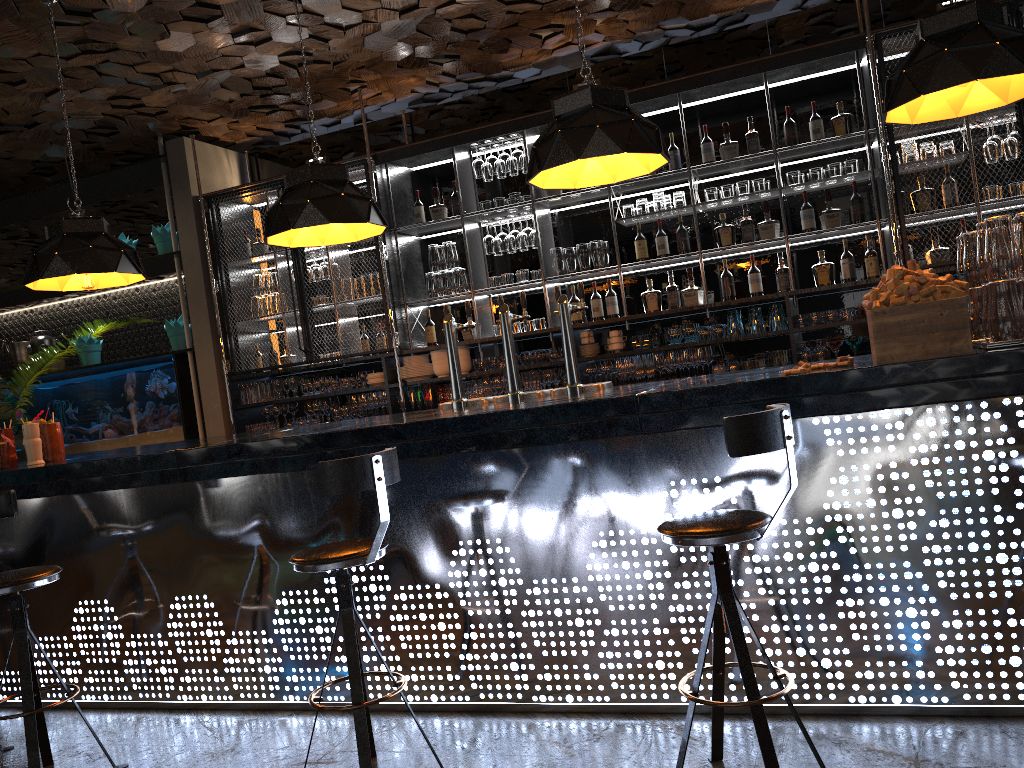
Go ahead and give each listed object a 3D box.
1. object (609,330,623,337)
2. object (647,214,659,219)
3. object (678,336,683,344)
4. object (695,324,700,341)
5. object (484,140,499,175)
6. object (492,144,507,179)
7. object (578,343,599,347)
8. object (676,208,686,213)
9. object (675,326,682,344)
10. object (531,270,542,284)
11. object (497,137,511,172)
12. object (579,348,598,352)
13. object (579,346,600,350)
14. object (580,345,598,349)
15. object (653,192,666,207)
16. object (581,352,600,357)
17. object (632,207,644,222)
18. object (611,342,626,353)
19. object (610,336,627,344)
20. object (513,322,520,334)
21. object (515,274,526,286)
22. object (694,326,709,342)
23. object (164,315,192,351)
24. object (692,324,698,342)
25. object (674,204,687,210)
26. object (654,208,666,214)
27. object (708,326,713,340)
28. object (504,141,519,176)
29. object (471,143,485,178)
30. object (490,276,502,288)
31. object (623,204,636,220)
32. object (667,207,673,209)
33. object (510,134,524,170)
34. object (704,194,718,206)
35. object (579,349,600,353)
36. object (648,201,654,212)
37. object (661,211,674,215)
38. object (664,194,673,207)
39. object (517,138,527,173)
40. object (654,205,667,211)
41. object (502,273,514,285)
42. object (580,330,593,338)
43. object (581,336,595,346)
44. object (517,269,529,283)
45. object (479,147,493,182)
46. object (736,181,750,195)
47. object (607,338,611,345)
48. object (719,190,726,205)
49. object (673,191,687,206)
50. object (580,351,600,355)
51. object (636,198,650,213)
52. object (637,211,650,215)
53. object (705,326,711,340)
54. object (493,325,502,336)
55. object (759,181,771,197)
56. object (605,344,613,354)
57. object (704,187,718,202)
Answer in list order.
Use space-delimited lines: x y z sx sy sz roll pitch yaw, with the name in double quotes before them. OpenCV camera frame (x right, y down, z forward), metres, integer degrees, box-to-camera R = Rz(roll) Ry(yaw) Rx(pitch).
"object" 0.732 -0.344 6.253 0.094 0.068 0.106 -7 1 21
"object" 1.001 -1.240 6.350 0.089 0.092 0.089 -8 1 -44
"object" 1.178 -0.343 6.307 0.100 0.125 0.100 -7 1 34
"object" 1.283 -0.358 6.267 0.108 0.126 0.108 -8 1 -8
"object" -0.151 -1.674 6.558 0.092 0.244 0.092 -8 1 -19
"object" -0.094 -1.684 6.713 0.092 0.244 0.092 -8 1 -19
"object" 0.549 -0.271 6.349 0.149 0.026 0.148 -7 1 27
"object" 1.187 -1.264 6.269 0.089 0.092 0.089 -8 1 10
"object" 1.140 -0.336 6.195 0.100 0.125 0.100 -8 1 -22
"object" 0.189 -0.805 6.670 0.089 0.092 0.089 -8 1 5
"object" -0.059 -1.687 6.523 0.092 0.244 0.092 -8 1 -19
"object" 0.555 -0.240 6.349 0.149 0.024 0.149 -8 1 20
"object" 0.555 -0.250 6.348 0.149 0.026 0.148 -7 1 27
"object" 0.552 -0.260 6.349 0.149 0.025 0.149 -8 1 -17
"object" 1.030 -1.291 6.208 0.089 0.092 0.089 -8 1 16
"object" 0.560 -0.207 6.350 0.149 0.022 0.149 -8 1 -11
"object" 0.903 -1.227 6.400 0.089 0.092 0.089 -8 1 -8
"object" 0.752 -0.256 6.259 0.106 0.067 0.094 -8 1 9
"object" 0.745 -0.300 6.263 0.106 0.069 0.094 -8 1 -28
"object" 0.015 -0.411 6.594 0.089 0.092 0.089 -8 1 -16
"object" 0.075 -0.790 6.705 0.089 0.092 0.089 -8 1 -38
"object" 1.283 -0.339 5.986 0.098 0.097 0.098 -8 1 0
"object" -2.862 -0.430 7.653 0.265 0.325 0.245 -8 1 14
"object" 1.242 -0.350 6.151 0.108 0.126 0.108 -8 1 15
"object" 1.160 -1.259 6.130 0.089 0.092 0.089 -8 1 -44
"object" 1.036 -1.243 6.208 0.089 0.092 0.089 -8 1 10
"object" 1.379 -0.356 6.251 0.098 0.097 0.098 -8 1 12
"object" -0.002 -1.696 6.678 0.092 0.244 0.092 -8 1 -19
"object" -0.253 -1.661 6.597 0.092 0.244 0.092 -8 1 -19
"object" -0.120 -0.764 6.706 0.089 0.092 0.089 -8 1 -1
"object" 0.825 -1.215 6.255 0.089 0.092 0.089 -8 1 -44
"object" 1.104 -1.276 6.335 0.089 0.092 0.089 -8 1 -44
"object" 0.037 -1.699 6.487 0.092 0.244 0.092 -8 1 -19
"object" 1.398 -1.293 6.214 0.089 0.092 0.089 -8 1 -28
"object" 0.557 -0.228 6.350 0.149 0.023 0.149 -8 1 5
"object" 0.998 -1.260 6.349 0.089 0.092 0.089 -8 1 -44
"object" 1.107 -1.254 6.336 0.089 0.092 0.089 -8 1 -44
"object" 1.100 -1.302 6.335 0.089 0.092 0.089 -8 1 -44
"object" 0.094 -1.709 6.641 0.092 0.244 0.092 -8 1 -19
"object" 1.033 -1.265 6.208 0.089 0.092 0.089 -8 1 10
"object" -0.029 -0.775 6.625 0.089 0.092 0.089 -8 1 -1
"object" 0.532 -0.345 6.349 0.094 0.069 0.106 -7 1 27
"object" 0.548 -0.303 6.346 0.094 0.070 0.107 -8 1 -39
"object" 0.083 -0.789 6.517 0.089 0.092 0.089 -8 1 5
"object" -0.196 -1.671 6.751 0.092 0.244 0.092 -8 1 -19
"object" 1.557 -1.311 5.965 0.089 0.092 0.089 -8 1 -16
"object" 0.731 -0.300 6.360 0.094 0.069 0.105 -8 1 -2
"object" 1.493 -1.305 6.184 0.089 0.092 0.089 -8 1 -30
"object" 1.158 -1.279 6.130 0.089 0.092 0.089 -8 1 11
"object" 0.559 -0.217 6.350 0.149 0.023 0.149 -8 1 -11
"object" 0.913 -1.247 6.213 0.089 0.092 0.089 -8 1 -28
"object" 0.916 -1.227 6.213 0.089 0.092 0.089 -8 1 -8
"object" 1.321 -0.345 6.080 0.098 0.097 0.098 -8 1 -32
"object" -0.092 -0.397 6.648 0.089 0.092 0.089 -8 1 -8
"object" 1.732 -1.336 6.084 0.089 0.092 0.089 -8 1 -5
"object" 0.732 -0.254 6.366 0.106 0.067 0.094 -8 1 -17
"object" 1.362 -1.286 6.053 0.089 0.092 0.089 -8 1 -8
